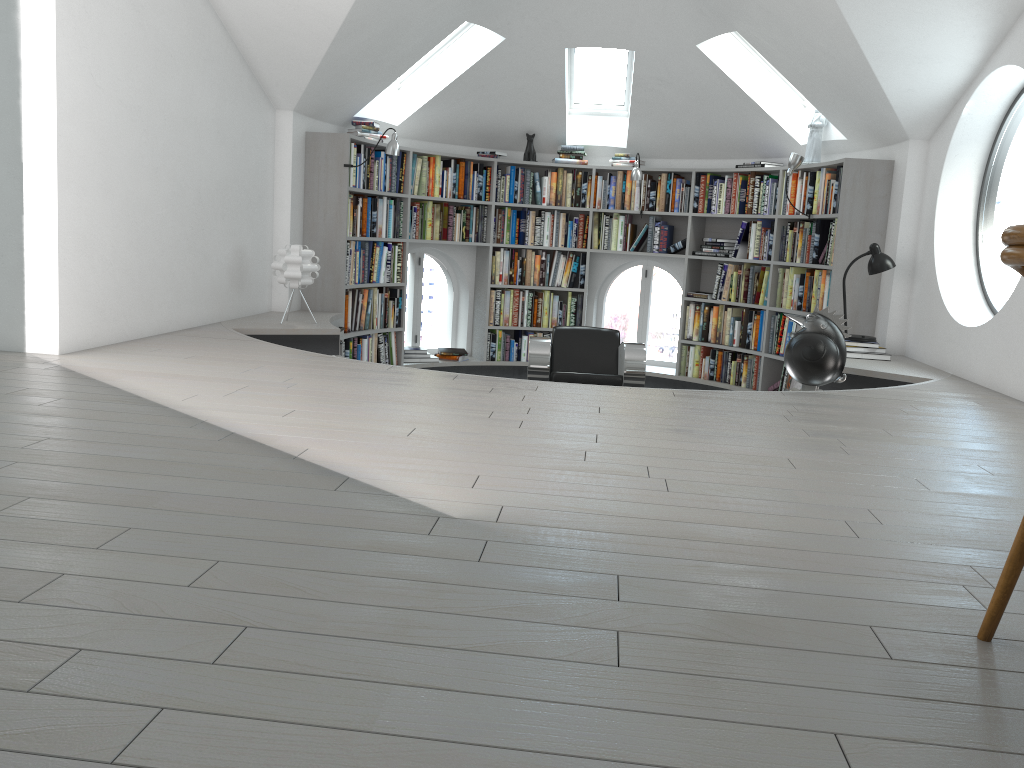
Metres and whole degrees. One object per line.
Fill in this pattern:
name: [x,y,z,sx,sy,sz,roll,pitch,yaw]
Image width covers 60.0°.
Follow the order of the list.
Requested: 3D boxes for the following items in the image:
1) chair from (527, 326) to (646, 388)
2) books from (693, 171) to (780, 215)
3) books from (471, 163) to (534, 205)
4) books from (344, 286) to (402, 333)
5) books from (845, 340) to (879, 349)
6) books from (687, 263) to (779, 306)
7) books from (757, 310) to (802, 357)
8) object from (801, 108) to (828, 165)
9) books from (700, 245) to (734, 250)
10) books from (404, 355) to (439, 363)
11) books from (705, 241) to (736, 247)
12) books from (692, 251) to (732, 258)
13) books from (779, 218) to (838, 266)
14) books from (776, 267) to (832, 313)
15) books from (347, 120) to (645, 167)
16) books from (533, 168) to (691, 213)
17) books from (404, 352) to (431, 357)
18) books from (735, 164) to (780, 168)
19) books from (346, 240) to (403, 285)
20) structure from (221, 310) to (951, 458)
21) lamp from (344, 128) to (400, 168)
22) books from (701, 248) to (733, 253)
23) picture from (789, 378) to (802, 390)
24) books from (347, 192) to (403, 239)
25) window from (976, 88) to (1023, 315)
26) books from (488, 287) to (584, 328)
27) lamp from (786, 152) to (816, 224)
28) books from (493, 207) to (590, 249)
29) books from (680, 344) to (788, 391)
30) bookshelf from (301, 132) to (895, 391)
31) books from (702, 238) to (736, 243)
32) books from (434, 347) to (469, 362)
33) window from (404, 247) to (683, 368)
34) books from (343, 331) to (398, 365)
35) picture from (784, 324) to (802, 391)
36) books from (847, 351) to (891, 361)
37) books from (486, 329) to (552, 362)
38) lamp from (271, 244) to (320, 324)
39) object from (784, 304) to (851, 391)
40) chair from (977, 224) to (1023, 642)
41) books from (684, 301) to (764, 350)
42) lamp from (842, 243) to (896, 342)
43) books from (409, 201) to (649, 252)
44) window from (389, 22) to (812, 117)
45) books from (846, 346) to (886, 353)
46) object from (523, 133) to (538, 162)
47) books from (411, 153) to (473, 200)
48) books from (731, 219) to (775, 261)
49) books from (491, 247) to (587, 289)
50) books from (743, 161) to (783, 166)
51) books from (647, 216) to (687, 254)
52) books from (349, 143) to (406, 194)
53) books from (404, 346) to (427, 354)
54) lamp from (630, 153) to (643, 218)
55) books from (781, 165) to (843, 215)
chair: [0.521,-0.040,6.529,0.823,0.716,0.744,3,9,0]
books: [2.024,-1.663,7.763,0.306,0.366,0.972,-4,12,-40]
books: [-0.122,-1.873,8.325,0.682,0.345,0.266,1,9,-17]
books: [-1.363,-0.426,7.156,0.391,0.693,1.646,6,10,16]
books: [2.334,-0.283,6.020,0.269,0.031,0.287,6,10,16]
books: [2.013,-0.893,7.809,0.252,0.351,0.977,-4,12,-41]
books: [2.367,-0.364,7.089,0.304,0.357,1.189,1,10,-13]
object: [2.412,-1.972,7.053,0.179,0.471,0.180,6,8,15]
books: [1.901,-1.231,8.010,0.269,0.031,0.287,-3,11,-34]
books: [-0.917,-0.249,8.227,0.365,0.042,0.389,-2,11,-27]
books: [1.902,-1.261,8.006,0.213,0.036,0.227,-3,11,-34]
books: [1.897,-1.168,8.019,0.366,0.042,0.389,-6,13,-44]
books: [2.431,-1.107,6.926,0.279,0.357,1.057,2,9,-9]
books: [2.416,-0.727,6.973,0.275,0.346,1.025,2,9,-9]
books: [-0.137,-2.133,8.000,2.814,0.173,0.751,-1,10,-23]
books: [0.951,-1.822,8.341,1.566,0.365,0.395,5,9,11]
books: [-0.915,-0.283,8.223,0.269,0.031,0.287,0,10,-18]
books: [2.169,-1.868,7.668,0.316,0.036,0.337,-2,11,-31]
books: [-1.241,-1.007,7.327,0.261,0.357,1.023,7,10,22]
structure: [0.441,-0.023,6.432,4.713,0.690,4.725,-4,12,-39]
lamp: [-1.061,-1.799,6.758,0.414,0.311,0.117,4,8,3]
books: [1.899,-1.200,8.014,0.286,0.031,0.269,11,12,40]
picture: [2.156,0.123,6.627,0.107,0.553,0.491,3,9,-4]
books: [-1.248,-1.386,7.315,0.303,0.346,1.091,7,10,21]
window: [3.008,-1.044,5.049,0.104,1.464,1.476,4,9,6]
books: [0.231,-0.732,8.550,1.031,0.356,0.294,2,9,-9]
lamp: [2.242,-1.507,6.823,0.275,0.523,0.113,3,8,-4]
books: [0.257,-1.494,8.484,1.028,0.358,0.302,2,9,-8]
books: [2.060,-0.122,7.734,0.360,0.310,1.503,-2,11,-32]
bookshelf: [0.636,-0.997,7.687,4.333,1.873,2.117,4,9,6]
books: [1.904,-1.293,8.002,0.269,0.031,0.287,1,10,-14]
books: [-0.564,-0.277,8.361,0.318,0.099,0.293,5,9,7]
window: [0.193,-0.755,8.636,3.230,1.146,0.620,2,8,-8]
books: [-1.293,-0.284,7.496,0.283,0.318,0.921,7,10,24]
picture: [2.229,-0.060,6.777,0.090,0.859,0.581,3,8,-4]
books: [2.330,-0.215,6.029,0.365,0.042,0.389,4,10,6]
books: [0.193,-0.374,8.593,1.019,0.305,0.289,2,9,-9]
lamp: [-1.456,-0.673,5.969,0.305,0.523,0.307,3,8,-6]
object: [1.711,-0.169,5.019,0.320,0.560,0.322,0,9,-21]
chair: [1.030,0.149,1.321,0.621,0.732,0.529,5,9,9]
books: [1.943,-0.531,7.931,0.272,0.349,0.875,-4,12,-42]
lamp: [2.389,-0.618,5.964,0.323,0.657,0.234,7,9,21]
books: [0.086,-1.462,8.270,2.528,0.369,0.593,1,9,-13]
window: [0.740,-2.742,7.448,4.056,0.710,1.940,4,9,6]
books: [2.332,-0.251,6.024,0.286,0.034,0.306,3,9,-4]
object: [0.183,-2.210,8.317,0.147,0.264,0.202,4,8,2]
books: [-0.705,-1.859,7.971,0.793,0.371,0.270,-4,11,-40]
books: [2.184,-1.239,7.629,0.256,0.349,0.555,-3,11,-37]
books: [0.240,-1.113,8.494,0.997,0.350,0.299,2,9,-11]
books: [2.171,-1.896,7.664,0.233,0.027,0.248,0,10,-21]
books: [1.482,-1.377,8.230,0.399,0.339,0.225,8,9,25]
books: [-1.220,-1.764,7.241,0.301,0.360,1.036,7,10,22]
books: [-0.913,-0.314,8.219,0.213,0.036,0.227,0,10,-18]
lamp: [1.140,-1.798,8.051,0.113,0.564,0.359,5,8,12]
books: [2.453,-1.488,6.885,0.292,0.361,1.018,2,9,-12]
